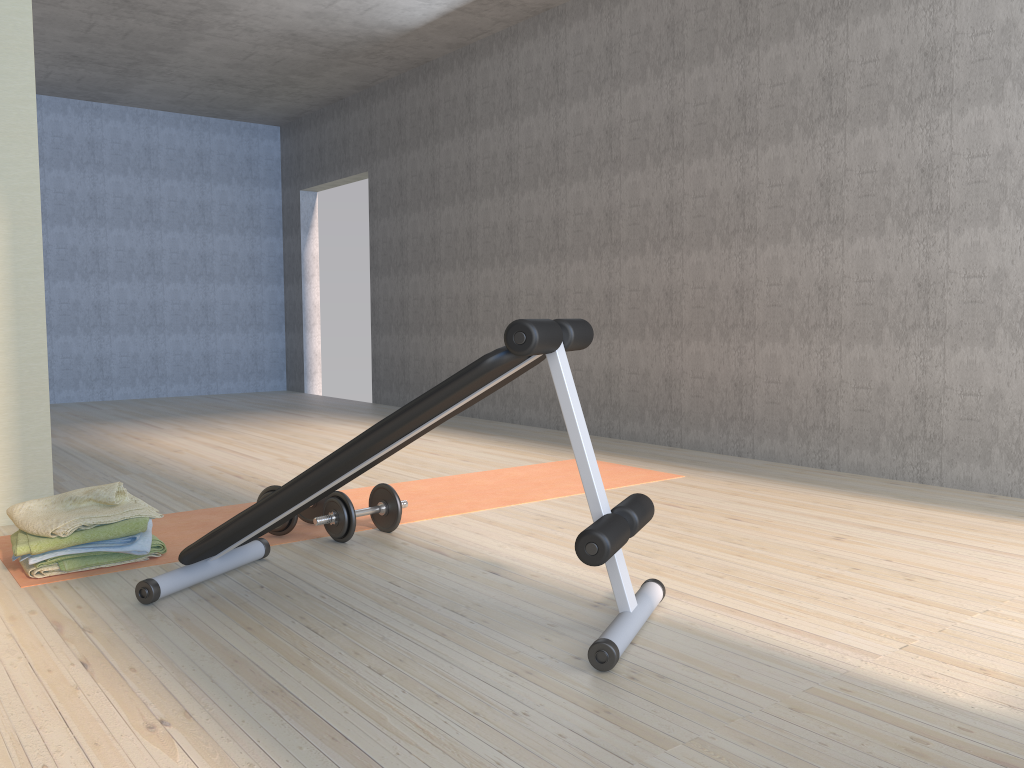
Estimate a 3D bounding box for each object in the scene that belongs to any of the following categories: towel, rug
[{"bbox_3d":[-1.352,0.447,2.768,0.376,0.085,0.371,-3,5,-33],"label":"towel"},{"bbox_3d":[-1.337,0.505,2.819,0.380,0.081,0.367,-4,5,-40],"label":"towel"},{"bbox_3d":[-1.357,0.528,2.815,0.376,0.044,0.371,-4,5,-39],"label":"towel"},{"bbox_3d":[-0.502,0.486,3.630,2.779,0.002,0.716,-4,5,-37],"label":"rug"},{"bbox_3d":[-1.346,0.391,2.792,0.373,0.123,0.384,3,5,36],"label":"towel"},{"bbox_3d":[-1.338,0.482,2.793,0.383,0.078,0.383,-2,4,-21],"label":"towel"}]

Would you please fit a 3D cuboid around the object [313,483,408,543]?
[{"bbox_3d":[-0.516,0.444,3.065,0.176,0.176,0.385,4,6,44],"label":"object"}]

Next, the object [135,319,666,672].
[{"bbox_3d":[-0.300,0.206,2.308,1.312,0.746,0.505,1,5,22],"label":"object"}]

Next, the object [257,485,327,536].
[{"bbox_3d":[-0.770,0.430,3.145,0.176,0.176,0.385,2,5,24],"label":"object"}]
